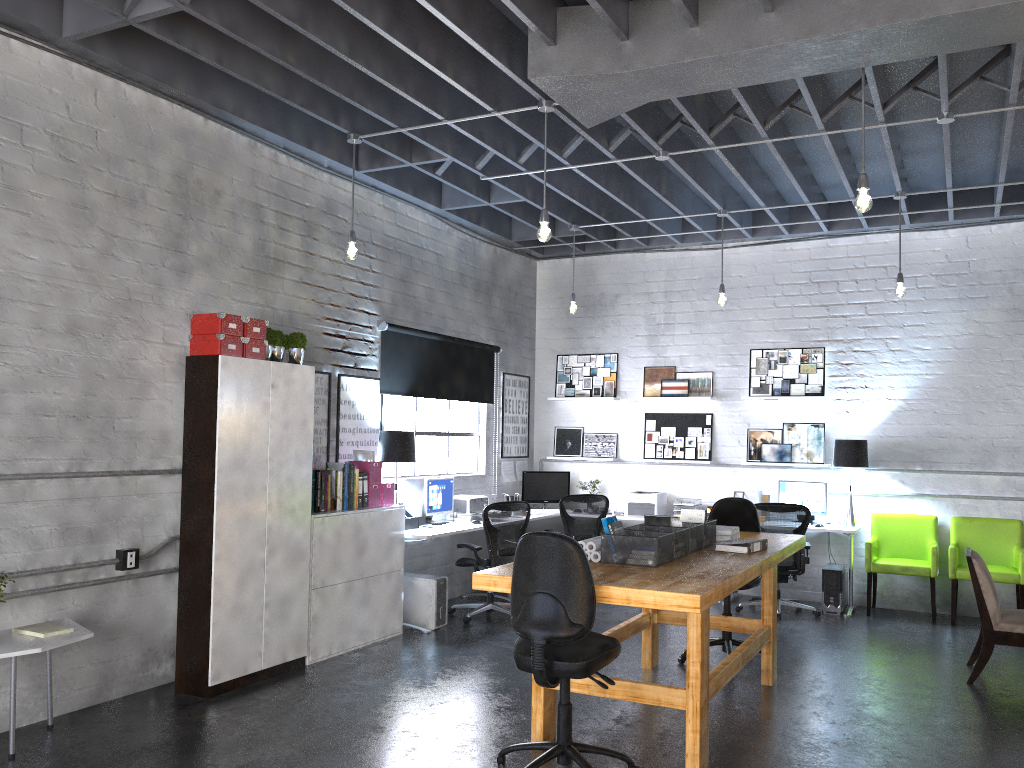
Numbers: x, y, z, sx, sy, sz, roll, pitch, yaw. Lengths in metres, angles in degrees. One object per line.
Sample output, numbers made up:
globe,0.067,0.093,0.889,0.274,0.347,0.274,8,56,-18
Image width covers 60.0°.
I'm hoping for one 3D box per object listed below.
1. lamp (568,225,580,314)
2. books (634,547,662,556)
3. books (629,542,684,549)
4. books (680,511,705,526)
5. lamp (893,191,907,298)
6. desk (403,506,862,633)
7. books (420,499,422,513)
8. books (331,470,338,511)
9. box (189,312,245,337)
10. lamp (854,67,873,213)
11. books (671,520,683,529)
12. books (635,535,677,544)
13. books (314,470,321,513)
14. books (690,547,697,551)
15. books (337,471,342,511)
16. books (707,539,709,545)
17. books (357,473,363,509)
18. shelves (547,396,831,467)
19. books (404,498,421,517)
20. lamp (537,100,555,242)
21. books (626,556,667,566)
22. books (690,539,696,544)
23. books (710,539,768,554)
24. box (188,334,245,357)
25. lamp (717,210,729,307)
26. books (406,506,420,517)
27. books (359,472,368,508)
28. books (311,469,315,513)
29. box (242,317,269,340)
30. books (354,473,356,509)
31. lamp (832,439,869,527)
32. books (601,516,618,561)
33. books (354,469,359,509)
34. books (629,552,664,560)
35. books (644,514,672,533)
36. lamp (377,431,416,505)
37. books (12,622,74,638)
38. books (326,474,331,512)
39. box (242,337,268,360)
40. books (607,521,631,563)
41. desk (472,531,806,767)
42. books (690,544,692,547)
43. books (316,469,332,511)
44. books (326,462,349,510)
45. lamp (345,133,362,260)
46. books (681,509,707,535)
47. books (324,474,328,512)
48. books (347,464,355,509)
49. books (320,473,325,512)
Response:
lamp,0.608,-1.122,8.727,0.104,0.877,0.104,0,-3,27
books,0.719,0.890,4.723,0.127,0.022,0.181,0,-4,22
books,0.820,0.907,5.027,0.250,0.022,0.205,-1,-4,32
books,1.146,0.916,5.662,0.158,0.199,0.082,0,-3,27
lamp,3.234,-1.156,7.388,0.104,0.877,0.104,0,-3,27
desk,1.079,1.691,7.999,3.575,0.785,3.301,-1,-4,27
books,-0.873,1.122,7.749,0.175,0.244,0.026,0,-3,27
books,-1.368,0.781,6.520,0.170,0.293,0.057,0,-3,27
box,-1.834,-0.362,5.516,0.270,0.131,0.206,-1,-4,27
lamp,1.859,-1.343,4.693,0.104,0.877,0.104,0,-3,27
books,0.934,0.891,5.200,0.143,0.188,0.061,0,-3,27
books,0.810,0.883,5.029,0.232,0.027,0.185,1,-3,-1
books,-1.453,0.764,6.342,0.182,0.302,0.034,0,-3,27
books,0.966,0.981,5.330,0.248,0.021,0.177,-1,-4,28
books,-1.342,0.787,6.564,0.174,0.286,0.045,0,-3,27
books,1.083,0.984,5.529,0.249,0.031,0.184,-1,-4,29
books,-1.248,0.815,6.810,0.219,0.267,0.060,-1,-3,32
shelves,1.790,0.489,9.442,3.024,0.693,0.199,-1,-3,27
books,-0.877,1.123,7.737,0.172,0.243,0.026,0,-3,27
lamp,0.207,-1.321,5.536,0.104,0.877,0.104,0,-3,27
books,0.721,0.937,4.725,0.155,0.029,0.226,-1,-4,27
books,0.967,0.941,5.332,0.248,0.021,0.177,-1,-4,26
books,1.371,0.969,5.353,0.244,0.067,0.299,-1,-4,37
box,-1.836,-0.232,5.510,0.270,0.131,0.206,-1,-4,27
lamp,1.912,-1.139,8.062,0.104,0.877,0.104,0,-3,27
books,-0.863,1.154,7.702,0.134,0.176,0.020,0,-3,27
books,-1.220,0.817,6.864,0.220,0.271,0.082,0,-3,27
books,-1.494,0.758,6.310,0.180,0.309,0.060,0,-3,27
box,-1.740,-0.350,5.702,0.268,0.133,0.206,-1,-4,27
books,-1.258,0.809,6.728,0.161,0.266,0.026,0,-3,27
lamp,3.256,0.952,8.522,0.333,0.831,0.333,2,-3,-12
books,0.560,0.836,4.801,0.108,0.233,0.166,0,-3,27
books,-1.242,0.794,6.750,0.159,0.298,0.026,0,-3,27
books,0.725,0.912,4.725,0.141,0.021,0.203,-1,-4,28
books,0.859,0.876,5.205,0.158,0.214,0.063,0,-3,27
lamp,-0.973,0.812,7.441,0.333,0.831,0.333,2,-3,-12
books,-2.426,1.273,4.589,0.248,0.021,0.177,-1,-4,26
books,-1.393,0.790,6.456,0.161,0.266,0.027,0,-3,27
box,-1.741,-0.219,5.695,0.270,0.131,0.206,-1,-4,27
books,0.582,0.847,4.772,0.097,0.208,0.158,0,-3,27
desk,0.938,1.453,5.262,1.115,0.925,2.834,-1,-4,27
books,0.967,0.961,5.331,0.248,0.021,0.177,-1,-4,26
books,-1.388,0.775,6.484,0.159,0.298,0.026,0,-3,27
books,-1.312,0.762,6.636,0.176,0.346,0.053,0,-3,27
lamp,-1.113,-1.304,6.209,0.104,0.877,0.104,0,-3,27
books,1.163,0.911,5.689,0.171,0.210,0.046,0,-3,27
books,-1.407,0.788,6.433,0.161,0.266,0.026,0,-3,27
books,-1.288,0.770,6.692,0.197,0.338,0.065,0,-3,27
books,-1.430,0.782,6.408,0.167,0.275,0.037,0,-3,27
